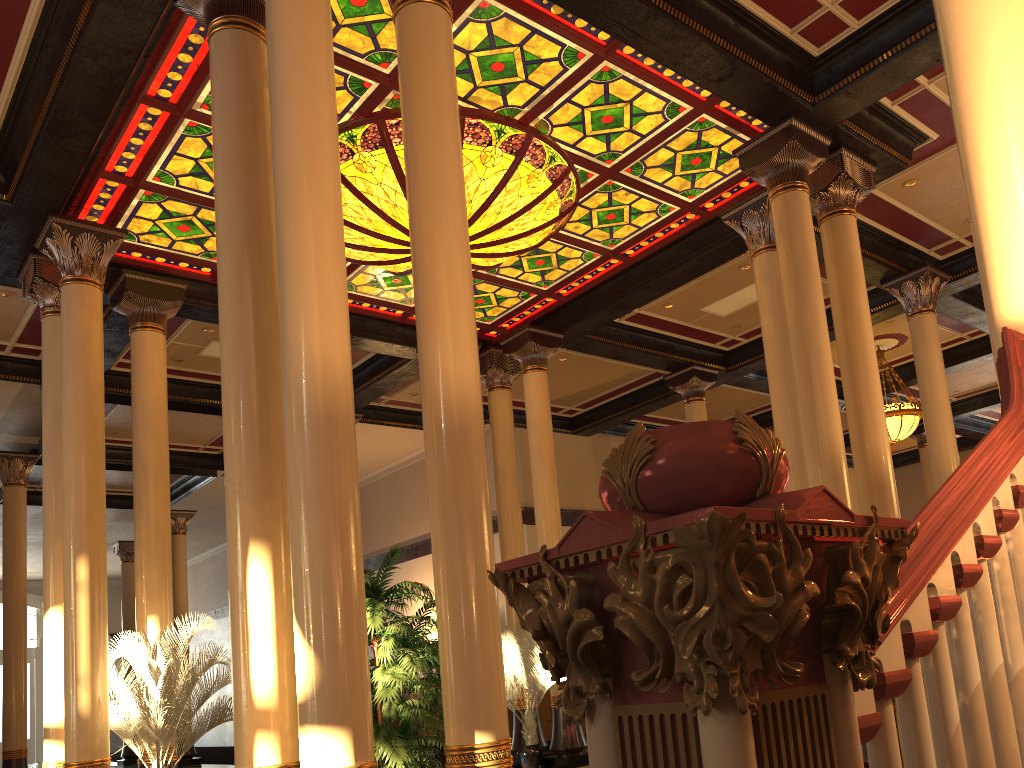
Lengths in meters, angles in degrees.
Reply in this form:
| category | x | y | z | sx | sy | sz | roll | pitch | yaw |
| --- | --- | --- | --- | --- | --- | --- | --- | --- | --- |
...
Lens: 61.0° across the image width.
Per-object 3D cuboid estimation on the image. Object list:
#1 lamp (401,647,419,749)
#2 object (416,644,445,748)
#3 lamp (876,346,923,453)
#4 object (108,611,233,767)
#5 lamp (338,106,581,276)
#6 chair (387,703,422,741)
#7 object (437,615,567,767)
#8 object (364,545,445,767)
| category | x | y | z | sx | sy | sz | roll | pitch | yaw |
| --- | --- | --- | --- | --- | --- | --- | --- | --- | --- |
| lamp | -2.023 | 6.405 | 17.733 | 0.575 | 1.959 | 0.601 | -7 | -9 | 9 |
| object | -1.400 | 6.015 | 16.981 | 1.070 | 2.094 | 1.075 | -7 | -11 | 7 |
| lamp | 6.421 | 0.257 | 14.913 | 1.171 | 1.855 | 1.245 | -16 | -16 | 42 |
| object | -3.222 | 3.362 | 8.592 | 2.019 | 2.197 | 1.903 | -16 | -16 | 36 |
| lamp | -0.763 | -1.624 | 8.872 | 3.137 | 0.585 | 2.966 | 10 | -24 | -41 |
| chair | -2.138 | 6.677 | 16.850 | 0.699 | 0.895 | 0.649 | -1 | -13 | -21 |
| object | 0.319 | 3.822 | 11.158 | 2.155 | 2.212 | 1.810 | 4 | -16 | -37 |
| object | -0.763 | 2.046 | 5.294 | 1.070 | 2.094 | 1.075 | -7 | -11 | 7 |
